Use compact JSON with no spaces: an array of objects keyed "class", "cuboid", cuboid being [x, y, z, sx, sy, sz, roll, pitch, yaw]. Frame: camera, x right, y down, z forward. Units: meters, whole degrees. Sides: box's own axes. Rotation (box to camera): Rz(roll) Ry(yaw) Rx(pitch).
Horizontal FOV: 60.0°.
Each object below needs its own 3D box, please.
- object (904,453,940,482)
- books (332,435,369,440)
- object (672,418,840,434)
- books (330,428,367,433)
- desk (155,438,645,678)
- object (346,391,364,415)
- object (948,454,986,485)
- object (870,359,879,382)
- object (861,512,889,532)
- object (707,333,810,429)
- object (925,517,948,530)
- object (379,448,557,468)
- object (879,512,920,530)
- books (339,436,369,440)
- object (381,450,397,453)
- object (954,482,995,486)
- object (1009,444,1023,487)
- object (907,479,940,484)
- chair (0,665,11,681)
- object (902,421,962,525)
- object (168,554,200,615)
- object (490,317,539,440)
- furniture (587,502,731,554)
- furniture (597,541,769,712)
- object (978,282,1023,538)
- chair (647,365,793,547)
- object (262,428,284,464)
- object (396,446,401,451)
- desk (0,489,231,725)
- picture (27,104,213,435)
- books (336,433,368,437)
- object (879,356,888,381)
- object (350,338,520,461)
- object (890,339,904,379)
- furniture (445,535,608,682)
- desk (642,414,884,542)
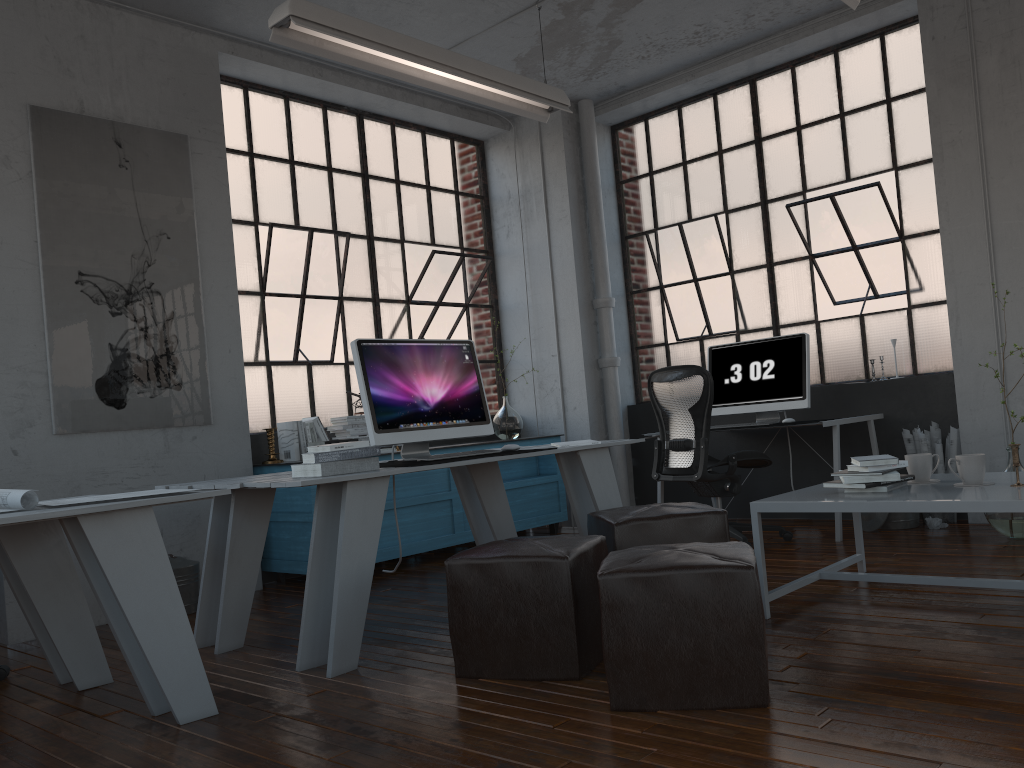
[{"class":"object","cuboid":[1.649,0.338,3.574,0.129,0.109,0.101,-3,-2,-39]},{"class":"books","cuboid":[-1.002,0.340,5.738,0.159,0.012,0.285,-8,-4,42]},{"class":"object","cuboid":[1.557,0.271,5.681,0.849,0.008,0.686,-8,-4,44]},{"class":"books","cuboid":[-1.012,0.297,5.757,0.183,0.016,0.288,-8,-4,42]},{"class":"desk","cuboid":[-0.381,0.702,4.127,1.077,0.704,2.075,-7,-3,42]},{"class":"object","cuboid":[-0.977,0.115,5.749,0.177,0.161,0.092,-5,-2,10]},{"class":"object","cuboid":[1.704,0.320,3.298,0.129,0.109,0.101,-3,-2,-39]},{"class":"object","cuboid":[2.360,-0.094,5.792,0.055,0.153,0.055,-5,-1,2]},{"class":"object","cuboid":[2.134,0.741,5.295,0.107,0.280,0.293,-5,-2,-22]},{"class":"object","cuboid":[1.535,-0.011,5.687,0.715,0.552,0.377,-7,-3,44]},{"class":"object","cuboid":[2.476,0.818,5.182,0.125,0.107,0.096,-5,-2,-6]},{"class":"object","cuboid":[-0.312,0.340,4.002,0.688,0.008,0.847,-8,-4,44]},{"class":"object","cuboid":[2.316,0.717,5.371,0.290,0.293,0.291,-5,-2,0]},{"class":"books","cuboid":[-0.980,0.351,5.748,0.161,0.013,0.256,-8,-4,42]},{"class":"object","cuboid":[-0.877,0.431,5.532,0.187,0.014,0.253,-8,-4,42]},{"class":"object","cuboid":[1.725,0.373,3.310,0.137,0.003,0.138,-4,-3,-27]},{"class":"object","cuboid":[1.791,0.288,3.147,0.052,0.148,0.053,-5,-1,-7]},{"class":"object","cuboid":[1.647,0.392,3.564,0.137,0.003,0.138,-4,-3,-27]},{"class":"chair","cuboid":[-2.452,0.657,3.368,0.771,1.085,0.792,-5,-2,11]},{"class":"object","cuboid":[2.587,0.530,5.391,0.293,0.627,0.274,-5,-1,-6]},{"class":"object","cuboid":[-1.771,1.040,4.613,0.292,0.307,0.293,-4,-2,-19]},{"class":"object","cuboid":[0.028,-0.059,6.636,0.434,0.939,0.231,-6,-1,24]},{"class":"furniture","cuboid":[0.600,0.731,3.650,0.502,0.460,0.504,-5,-2,-9]},{"class":"furniture","cuboid":[0.510,0.706,2.641,0.471,0.431,0.470,-5,-2,11]},{"class":"object","cuboid":[2.608,0.115,4.465,0.330,1.339,0.619,-5,-1,-11]},{"class":"chair","cuboid":[1.182,0.425,5.337,0.791,1.085,0.771,-4,-2,-44]},{"class":"object","cuboid":[-1.450,0.363,5.341,0.132,0.236,0.132,-5,-1,9]},{"class":"object","cuboid":[-0.757,0.400,5.844,0.088,0.084,0.088,-3,-3,-43]},{"class":"desk","cuboid":[-1.944,0.758,2.415,1.066,0.697,2.055,-7,-3,42]},{"class":"picture","cuboid":[-2.049,-0.582,4.705,0.025,1.649,0.852,-6,-2,42]},{"class":"books","cuboid":[-0.991,0.327,5.743,0.161,0.012,0.254,-8,-4,42]},{"class":"object","cuboid":[2.420,-0.103,5.789,0.066,0.160,0.066,-5,-1,-16]},{"class":"object","cuboid":[-0.338,0.058,4.011,0.377,0.552,0.713,-7,-3,44]},{"class":"object","cuboid":[2.478,-0.162,5.729,0.084,0.256,0.084,-5,-1,-25]},{"class":"furniture","cuboid":[0.075,0.761,3.072,0.480,0.439,0.479,-6,-2,21]},{"class":"desk","cuboid":[1.639,0.603,5.729,1.228,0.688,0.932,-7,-3,42]}]
